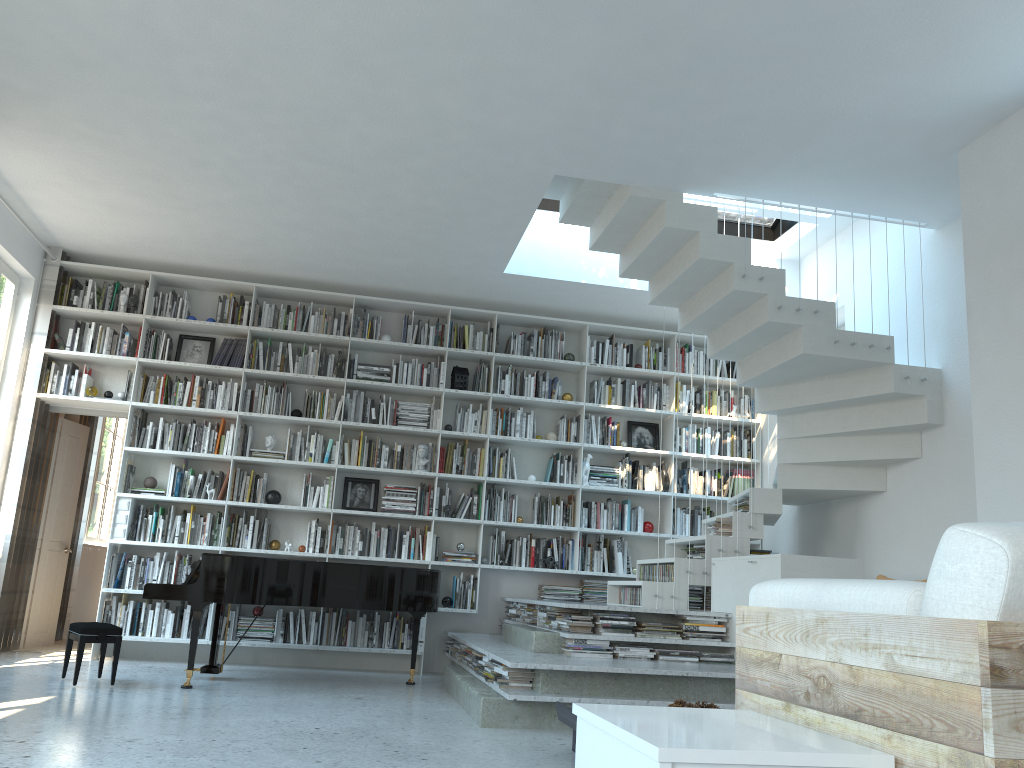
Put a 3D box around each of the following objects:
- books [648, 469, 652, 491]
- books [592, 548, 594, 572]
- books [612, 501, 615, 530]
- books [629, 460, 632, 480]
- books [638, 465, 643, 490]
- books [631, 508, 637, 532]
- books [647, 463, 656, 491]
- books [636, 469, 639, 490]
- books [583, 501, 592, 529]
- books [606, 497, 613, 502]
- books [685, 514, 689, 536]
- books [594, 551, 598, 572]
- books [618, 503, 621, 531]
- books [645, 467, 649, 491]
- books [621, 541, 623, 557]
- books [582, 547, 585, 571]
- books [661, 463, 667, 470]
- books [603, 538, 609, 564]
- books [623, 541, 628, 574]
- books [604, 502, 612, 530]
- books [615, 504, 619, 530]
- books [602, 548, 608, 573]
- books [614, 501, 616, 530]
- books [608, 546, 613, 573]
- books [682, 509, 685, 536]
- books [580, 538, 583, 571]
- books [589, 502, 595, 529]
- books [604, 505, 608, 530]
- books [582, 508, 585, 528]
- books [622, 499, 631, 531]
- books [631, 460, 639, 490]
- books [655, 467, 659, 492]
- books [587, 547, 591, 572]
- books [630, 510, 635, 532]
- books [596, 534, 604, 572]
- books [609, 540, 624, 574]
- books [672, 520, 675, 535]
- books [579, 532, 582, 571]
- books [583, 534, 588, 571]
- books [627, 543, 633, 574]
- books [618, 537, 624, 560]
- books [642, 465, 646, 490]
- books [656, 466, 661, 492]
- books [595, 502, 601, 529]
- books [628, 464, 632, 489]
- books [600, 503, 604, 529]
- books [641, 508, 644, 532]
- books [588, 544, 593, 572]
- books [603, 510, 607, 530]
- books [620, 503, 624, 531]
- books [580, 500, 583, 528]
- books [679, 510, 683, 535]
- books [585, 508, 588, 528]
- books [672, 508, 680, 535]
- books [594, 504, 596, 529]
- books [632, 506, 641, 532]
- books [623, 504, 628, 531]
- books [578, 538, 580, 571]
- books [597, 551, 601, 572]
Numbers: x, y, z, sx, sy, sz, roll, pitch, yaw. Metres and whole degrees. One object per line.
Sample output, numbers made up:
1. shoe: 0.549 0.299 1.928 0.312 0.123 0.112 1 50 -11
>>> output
1. books: 1.232 0.891 8.064 0.025 0.212 0.156 6 -13 -10
2. books: 0.695 1.554 7.817 0.025 0.209 0.137 6 -13 -10
3. books: 0.880 1.183 7.903 0.012 0.261 0.187 6 -13 -10
4. books: 1.058 0.840 8.039 0.013 0.279 0.131 6 -13 -10
5. books: 1.148 0.866 8.043 0.031 0.241 0.147 6 -13 -10
6. books: 1.083 1.232 7.960 0.037 0.218 0.140 6 -13 -10
7. books: 1.261 0.860 8.051 0.021 0.270 0.192 6 -13 -10
8. books: 1.125 0.851 8.064 0.010 0.277 0.129 6 -13 -10
9. books: 0.668 1.173 7.877 0.047 0.243 0.177 6 -13 -10
10. books: 0.866 1.168 7.922 0.013 0.298 0.148 6 -13 -10
11. books: 1.555 1.285 8.026 0.029 0.201 0.173 6 -13 -10
12. books: 0.722 1.568 7.820 0.030 0.187 0.140 6 -13 -10
13. books: 0.939 1.197 7.916 0.014 0.248 0.177 6 -13 -10
14. books: 1.205 0.879 8.069 0.028 0.234 0.129 6 -13 -10
15. books: 0.951 1.544 7.872 0.012 0.284 0.160 6 -13 -10
16. books: 0.616 1.547 7.815 0.033 0.213 0.140 6 -13 -10
17. books: 1.392 0.875 8.107 0.029 0.283 0.139 6 -13 -10
18. books: 0.831 1.525 7.863 0.010 0.303 0.132 6 -13 -10
19. books: 0.984 1.543 7.862 0.025 0.286 0.160 6 -13 -10
20. books: 0.849 1.183 7.892 0.028 0.254 0.192 6 -13 -10
21. books: 0.916 1.200 7.931 0.026 0.246 0.166 6 -13 -10
22. books: 0.802 1.559 7.827 0.052 0.216 0.185 6 -13 -10
23. books: 0.899 1.185 7.927 0.011 0.271 0.152 6 -13 -10
24. books: 0.853 1.554 7.841 0.031 0.239 0.172 6 -13 -10
25. books: 1.530 1.264 8.031 0.022 0.241 0.151 6 -13 -10
26. books: 0.597 1.506 7.808 0.015 0.286 0.138 6 -13 -10
27. books: 0.701 1.178 7.894 0.024 0.246 0.143 6 -13 -10
28. books: 0.824 1.198 7.908 0.012 0.229 0.179 6 -13 -10
29. books: 0.617 1.197 7.867 0.023 0.186 0.160 6 -13 -10
30. books: 1.019 1.186 7.938 0.026 0.289 0.181 6 -13 -10
31. books: 1.096 0.840 8.032 0.059 0.281 0.167 6 -13 -10
32. books: 1.290 0.879 8.055 0.041 0.238 0.177 6 -13 -10
33. books: 0.658 1.548 7.811 0.023 0.214 0.164 6 -13 -10
34. books: 1.053 1.234 7.938 0.030 0.200 0.190 6 -13 -10
35. books: 0.773 1.500 7.834 0.014 0.332 0.169 6 -13 -10
36. books: 0.914 1.526 7.815 0.075 0.290 0.255 6 -13 -10
37. books: 1.418 1.238 8.021 0.085 0.277 0.160 6 -13 -10
38. books: 0.585 1.480 7.808 0.014 0.336 0.132 6 -13 -10
39. books: 0.642 1.494 7.830 0.013 0.326 0.131 6 -13 -10
40. books: 1.025 1.556 7.877 0.062 0.273 0.148 6 -13 -10
41. books: 0.963 1.527 7.884 0.012 0.325 0.136 6 -13 -10
42. books: 1.176 0.869 8.067 0.031 0.249 0.133 6 -13 -10
43. books: 1.319 0.878 8.076 0.024 0.254 0.145 6 -13 -10
44. books: 0.747 1.179 7.884 0.045 0.245 0.186 6 -13 -10
45. books: 1.039 0.855 8.014 0.030 0.236 0.179 6 -13 -10
46. books: 0.778 1.189 7.904 0.026 0.238 0.177 6 -13 -10
47. books: 1.140 1.234 7.963 0.027 0.222 0.170 6 -13 -10
48. books: 0.679 1.533 7.807 0.015 0.243 0.157 6 -13 -10
49. books: 0.805 1.217 7.890 0.027 0.181 0.186 6 -13 -10
50. books: 0.972 1.204 7.947 0.012 0.253 0.161 6 -13 -10
51. books: 0.600 1.165 7.882 0.012 0.253 0.161 6 -13 -10
52. books: 1.501 1.264 8.024 0.037 0.235 0.153 6 -13 -10
53. books: 0.639 1.200 7.869 0.022 0.183 0.163 6 -13 -10
54. books: 1.473 1.251 8.014 0.024 0.251 0.176 6 -13 -10
55. books: 0.719 1.189 7.882 0.011 0.222 0.163 6 -13 -10
56. books: 1.115 1.225 7.959 0.025 0.235 0.181 6 -13 -10
57. books: 0.994 1.205 7.925 0.023 0.243 0.190 6 -13 -10
58. books: 0.569 1.504 7.805 0.012 0.285 0.158 6 -13 -10
59. books: 0.749 1.570 7.818 0.024 0.184 0.149 6 -13 -10
